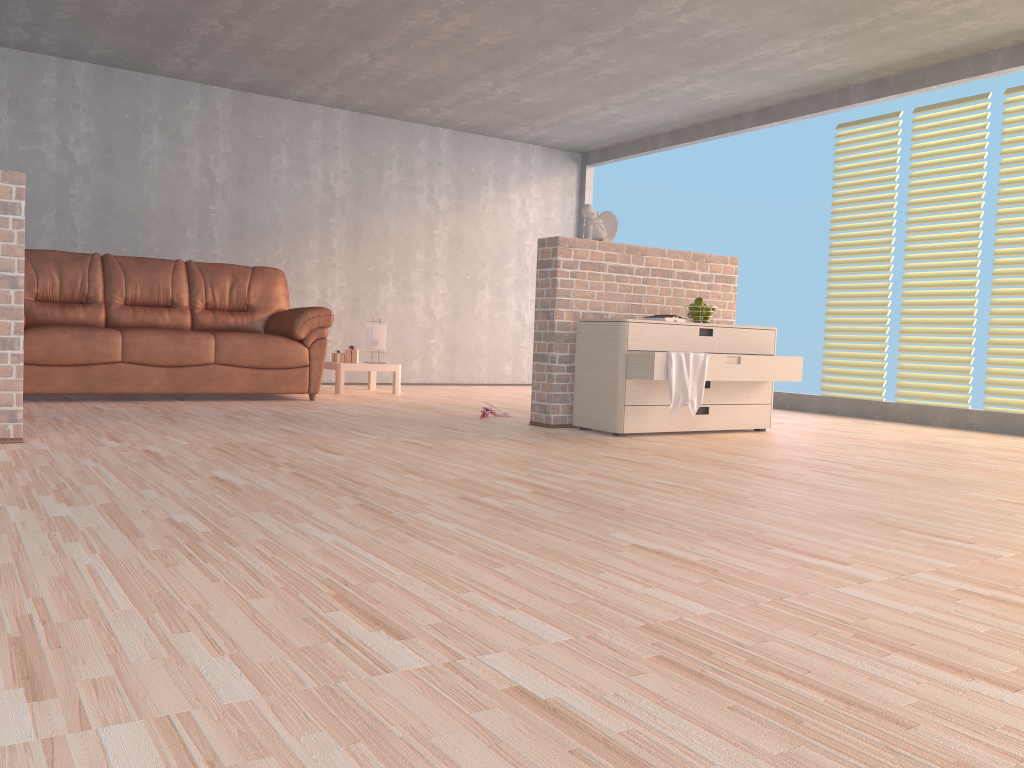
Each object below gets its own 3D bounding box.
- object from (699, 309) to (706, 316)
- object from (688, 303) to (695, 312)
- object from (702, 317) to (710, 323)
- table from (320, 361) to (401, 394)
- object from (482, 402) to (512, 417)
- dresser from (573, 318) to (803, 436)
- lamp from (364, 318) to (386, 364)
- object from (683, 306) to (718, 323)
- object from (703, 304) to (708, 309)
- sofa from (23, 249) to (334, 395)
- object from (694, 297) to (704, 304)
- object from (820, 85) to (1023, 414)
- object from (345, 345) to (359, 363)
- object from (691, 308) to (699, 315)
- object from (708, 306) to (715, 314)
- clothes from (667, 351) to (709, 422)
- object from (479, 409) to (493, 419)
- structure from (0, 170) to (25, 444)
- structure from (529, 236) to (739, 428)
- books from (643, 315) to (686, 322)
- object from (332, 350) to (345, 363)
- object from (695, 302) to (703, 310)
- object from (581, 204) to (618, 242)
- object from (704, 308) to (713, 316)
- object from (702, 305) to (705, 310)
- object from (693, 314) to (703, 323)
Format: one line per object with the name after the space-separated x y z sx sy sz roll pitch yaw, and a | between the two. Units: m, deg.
1.096 -0.414 5.110 0.038 0.040 0.039 1 3 -25 | object
1.053 -0.444 5.169 0.049 0.053 0.054 2 3 -2 | object
1.129 -0.376 5.172 0.046 0.048 0.048 -1 4 -44 | object
-1.271 -0.054 7.264 0.548 0.241 0.548 0 4 -33 | table
-0.093 0.161 5.528 0.188 0.085 0.069 3 3 6 | object
1.217 -0.032 5.103 1.686 0.612 0.605 0 4 -33 | dresser
-1.120 -0.355 7.292 0.140 0.376 0.140 0 4 -33 | lamp
1.097 -0.399 5.169 0.202 0.104 0.202 0 4 -40 | object
1.126 -0.448 5.186 0.039 0.043 0.043 5 4 42 | object
-2.410 -0.421 5.989 2.202 0.923 0.981 0 4 -33 | sofa
1.091 -0.478 5.167 0.054 0.056 0.054 0 4 -33 | object
3.638 -0.795 5.017 0.044 2.114 4.372 0 4 -33 | object
-1.291 -0.243 7.152 0.099 0.147 0.102 2 3 -4 | object
1.057 -0.420 5.127 0.046 0.044 0.046 0 4 -37 | object
1.161 -0.433 5.163 0.047 0.047 0.046 2 3 4 | object
0.888 0.019 4.547 0.325 0.369 0.097 0 4 -32 | clothes
-0.155 0.177 5.357 0.078 0.066 0.192 2 3 3 | object
-2.562 -0.304 3.179 1.422 1.057 0.211 0 4 -33 | structure
0.769 -0.286 5.345 1.422 1.057 0.211 0 4 -33 | structure
0.855 -0.365 4.942 0.209 0.040 0.146 -1 4 -43 | books
-1.388 -0.225 7.176 0.080 0.105 0.152 4 3 25 | object
1.078 -0.451 5.109 0.046 0.045 0.046 0 4 -34 | object
0.488 -0.921 5.108 0.216 0.218 0.131 0 4 -34 | object
1.132 -0.415 5.132 0.057 0.057 0.057 2 3 0 | object
1.101 -0.440 5.142 0.039 0.038 0.039 2 3 -4 | object
1.080 -0.382 5.146 0.060 0.055 0.059 3 3 12 | object
